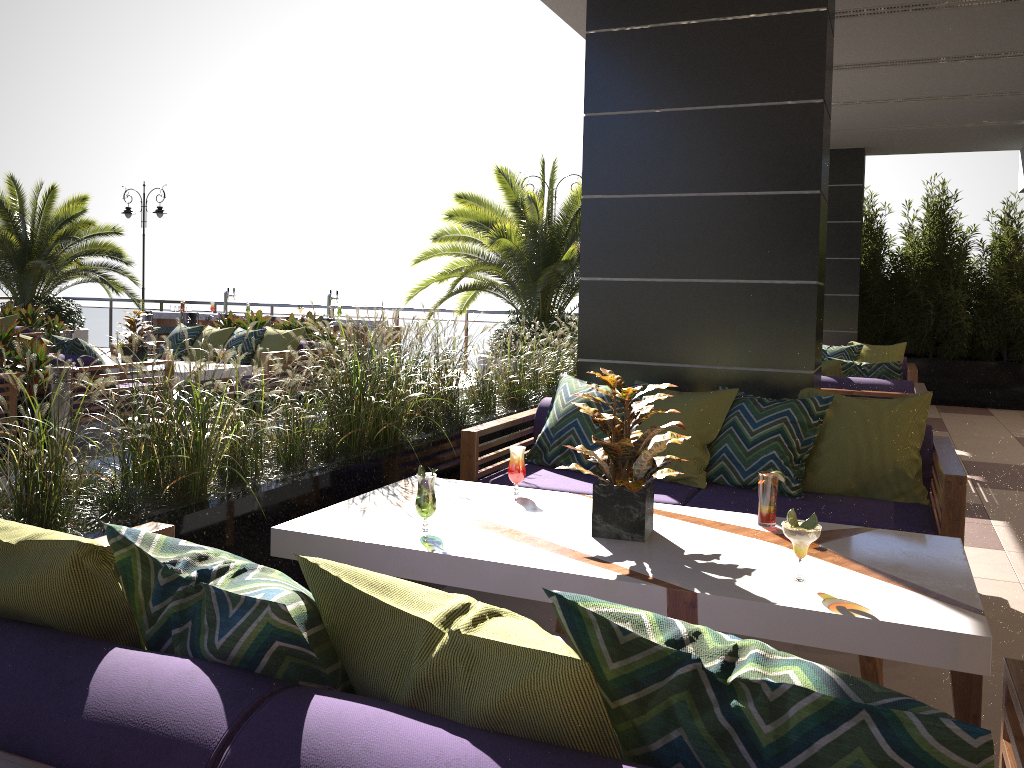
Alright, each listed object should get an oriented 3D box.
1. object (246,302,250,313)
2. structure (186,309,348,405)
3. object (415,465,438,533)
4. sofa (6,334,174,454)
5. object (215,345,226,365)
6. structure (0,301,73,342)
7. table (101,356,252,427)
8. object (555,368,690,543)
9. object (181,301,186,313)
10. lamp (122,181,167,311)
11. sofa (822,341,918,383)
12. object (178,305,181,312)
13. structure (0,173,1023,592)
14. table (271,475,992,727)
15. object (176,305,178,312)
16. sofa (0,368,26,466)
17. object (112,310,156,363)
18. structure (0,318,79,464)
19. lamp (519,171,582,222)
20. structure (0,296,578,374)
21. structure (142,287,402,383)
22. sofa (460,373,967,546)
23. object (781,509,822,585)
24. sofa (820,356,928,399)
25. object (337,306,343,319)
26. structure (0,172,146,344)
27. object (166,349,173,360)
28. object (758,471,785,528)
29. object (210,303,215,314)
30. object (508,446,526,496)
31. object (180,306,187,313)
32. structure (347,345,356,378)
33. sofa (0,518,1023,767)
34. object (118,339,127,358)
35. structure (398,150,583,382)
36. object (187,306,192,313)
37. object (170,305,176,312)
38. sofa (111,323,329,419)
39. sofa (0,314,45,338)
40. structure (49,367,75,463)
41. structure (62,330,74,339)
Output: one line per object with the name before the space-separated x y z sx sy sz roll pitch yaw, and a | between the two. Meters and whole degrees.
object | -4.115 -1.175 13.800 0.069 0.210 0.069 2 3 6
structure | -2.922 -0.304 10.579 2.253 1.169 0.738 4 4 24
object | -0.275 0.365 2.830 0.069 0.210 0.069 2 3 6
sofa | -4.149 -0.016 7.696 2.128 0.917 1.122 4 5 23
object | -2.910 -0.294 8.835 0.106 0.197 0.106 -1 4 -34
structure | -7.093 -0.577 12.305 2.253 1.169 0.738 4 4 24
table | -3.702 0.072 8.745 2.039 0.552 0.944 4 5 23
object | 0.354 0.221 2.845 0.431 0.525 0.425 4 4 35
object | -5.319 -1.244 14.305 0.067 0.189 0.085 -1 4 -42
lamp | -7.084 -2.228 17.016 1.123 3.319 0.264 2 2 23
sofa | 3.201 -0.029 9.582 2.128 0.917 1.122 4 5 23
object | -5.551 -1.212 14.852 0.105 0.208 0.106 1 3 -2
structure | 1.466 -0.315 0.995 7.825 3.113 24.788 4 6 23
table | 0.344 0.758 2.874 2.039 0.552 0.944 4 5 23
object | -5.648 -1.225 14.950 0.105 0.208 0.106 1 3 -2
sofa | -4.710 0.111 6.298 2.128 0.917 1.122 4 5 23
object | -3.700 -0.462 8.688 0.425 0.525 0.431 4 4 35
structure | -4.432 0.019 7.008 2.422 1.170 0.702 4 4 25
lamp | 0.595 -1.718 13.769 1.123 3.319 0.264 2 2 23
structure | -6.721 -0.146 7.662 12.930 1.056 17.545 4 6 23
structure | -3.867 -0.847 13.989 4.405 1.325 0.806 4 4 23
sofa | 0.938 0.453 4.242 2.128 0.917 1.122 4 5 23
object | 0.786 0.440 2.408 0.106 0.197 0.106 -1 4 -39
sofa | 2.199 0.184 7.219 2.128 0.917 1.122 4 5 23
object | -2.559 -1.064 13.138 0.069 0.197 0.082 0 3 -31
structure | -8.618 -2.130 15.847 3.799 3.294 3.766 1 4 -9
object | -3.185 -0.232 8.232 0.069 0.180 0.069 2 3 11
object | 0.870 0.387 2.986 0.067 0.189 0.085 -1 4 -42
object | -4.762 -1.203 14.074 0.069 0.180 0.069 1 3 -5
object | 0.019 0.331 3.385 0.069 0.180 0.069 2 3 6
object | -5.475 -1.201 14.755 0.105 0.208 0.106 1 3 -2
structure | -1.833 -0.098 10.149 0.100 0.698 0.180 2 3 23
sofa | -0.213 0.697 1.528 2.128 0.917 1.122 4 5 23
object | -4.119 -0.375 9.359 0.082 0.197 0.069 0 3 -26
structure | 0.411 -1.537 12.093 3.800 3.294 3.765 -1 5 -24
object | -5.422 -1.209 14.850 0.105 0.208 0.106 1 3 -2
object | -5.687 -1.215 14.841 0.105 0.208 0.106 1 3 -2
sofa | -3.242 -0.208 9.823 2.128 0.917 1.122 4 5 23
sofa | -7.358 -0.481 11.563 2.128 0.917 1.122 4 5 23
structure | -3.352 0.225 6.566 0.100 0.698 0.180 2 3 23
structure | -5.966 -0.373 11.896 0.100 0.698 0.180 2 3 23
